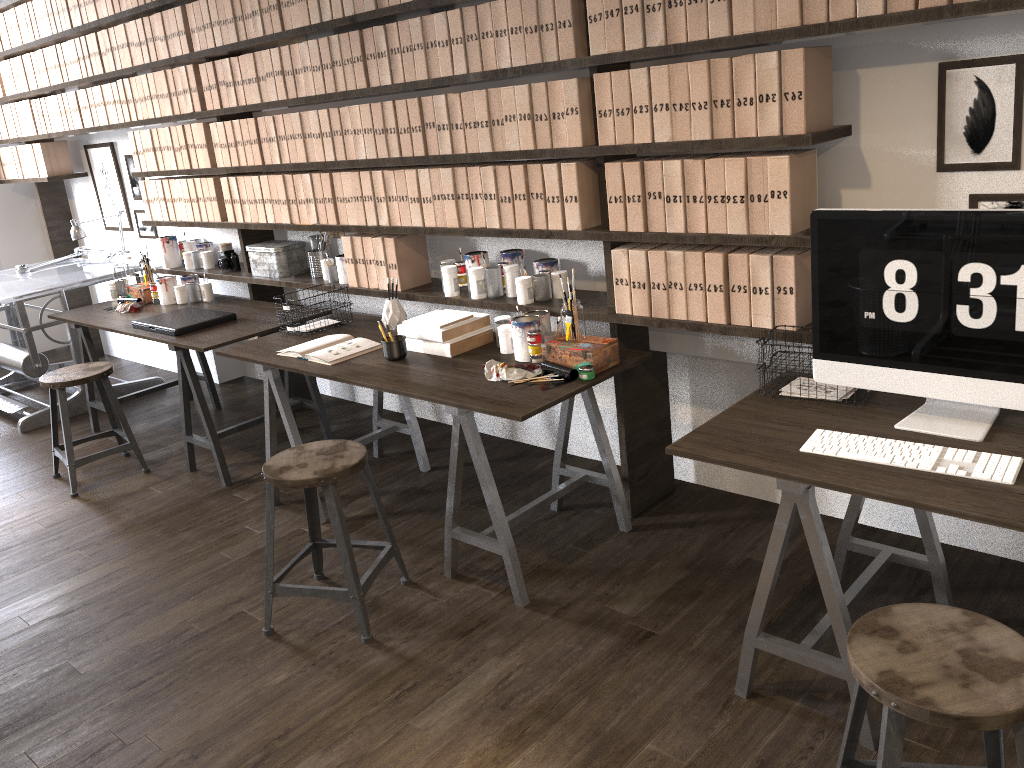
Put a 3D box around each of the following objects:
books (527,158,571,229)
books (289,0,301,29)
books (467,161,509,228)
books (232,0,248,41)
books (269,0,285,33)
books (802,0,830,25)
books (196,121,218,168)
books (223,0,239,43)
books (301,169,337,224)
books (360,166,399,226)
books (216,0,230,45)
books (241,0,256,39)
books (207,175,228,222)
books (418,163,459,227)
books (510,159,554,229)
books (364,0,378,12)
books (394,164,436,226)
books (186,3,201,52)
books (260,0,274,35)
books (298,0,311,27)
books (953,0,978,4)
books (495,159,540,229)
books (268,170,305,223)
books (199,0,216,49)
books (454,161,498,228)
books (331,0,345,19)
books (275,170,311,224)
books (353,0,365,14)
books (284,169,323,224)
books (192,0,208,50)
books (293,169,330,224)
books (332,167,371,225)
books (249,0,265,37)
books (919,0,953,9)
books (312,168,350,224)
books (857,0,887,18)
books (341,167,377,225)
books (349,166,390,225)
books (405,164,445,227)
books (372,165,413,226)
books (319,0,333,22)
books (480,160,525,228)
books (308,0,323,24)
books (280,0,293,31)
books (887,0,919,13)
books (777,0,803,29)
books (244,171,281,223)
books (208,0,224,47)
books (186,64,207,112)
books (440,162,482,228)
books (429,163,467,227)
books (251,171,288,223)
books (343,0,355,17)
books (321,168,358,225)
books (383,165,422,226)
[{"bbox_3d":[0.144,-0.668,3.106,0.067,0.222,0.176,8,21,42],"label":"books"},{"bbox_3d":[-0.843,-1.604,3.710,0.067,0.222,0.176,8,21,42],"label":"books"},{"bbox_3d":[-0.071,-0.707,3.301,0.067,0.223,0.176,8,21,42],"label":"books"},{"bbox_3d":[-1.157,-1.662,3.998,0.067,0.223,0.176,8,21,42],"label":"books"},{"bbox_3d":[-0.948,-1.622,3.802,0.067,0.223,0.176,8,21,42],"label":"books"},{"bbox_3d":[0.820,-1.051,2.296,0.067,0.223,0.176,8,21,42],"label":"books"},{"bbox_3d":[-1.478,-1.212,4.475,0.067,0.223,0.176,8,21,42],"label":"books"},{"bbox_3d":[-1.211,-1.669,4.039,0.067,0.223,0.176,8,21,42],"label":"books"},{"bbox_3d":[-0.843,-0.846,3.996,0.067,0.223,0.176,8,21,42],"label":"books"},{"bbox_3d":[-0.534,-0.789,3.713,0.067,0.223,0.176,8,21,42],"label":"books"},{"bbox_3d":[-1.257,-1.680,4.087,0.067,0.222,0.176,8,21,42],"label":"books"},{"bbox_3d":[-1.105,-1.652,3.950,0.067,0.223,0.176,8,21,42],"label":"books"},{"bbox_3d":[-1.452,-0.957,4.549,0.067,0.223,0.176,8,21,42],"label":"books"},{"bbox_3d":[-0.270,-0.742,3.478,0.067,0.222,0.176,8,21,42],"label":"books"},{"bbox_3d":[0.085,-0.676,3.152,0.067,0.223,0.176,8,21,42],"label":"books"},{"bbox_3d":[-0.489,-1.537,3.383,0.067,0.223,0.176,8,21,42],"label":"books"},{"bbox_3d":[-0.374,-0.762,3.575,0.067,0.223,0.176,8,21,42],"label":"books"},{"bbox_3d":[-1.458,-1.717,4.273,0.067,0.223,0.176,8,21,42],"label":"books"},{"bbox_3d":[-1.000,-1.633,3.856,0.067,0.223,0.176,8,21,42],"label":"books"},{"bbox_3d":[-0.800,-1.594,3.665,0.067,0.223,0.176,8,21,42],"label":"books"},{"bbox_3d":[1.087,-1.003,2.054,0.067,0.222,0.176,8,21,42],"label":"books"},{"bbox_3d":[0.034,-0.688,3.206,0.067,0.223,0.176,8,21,42],"label":"books"},{"bbox_3d":[-1.044,-0.884,4.183,0.067,0.222,0.176,8,21,42],"label":"books"},{"bbox_3d":[-1.359,-1.697,4.175,0.067,0.223,0.176,8,21,42],"label":"books"},{"bbox_3d":[-0.123,-0.716,3.348,0.067,0.223,0.176,8,21,42],"label":"books"},{"bbox_3d":[-0.637,-1.565,3.519,0.067,0.223,0.176,8,21,42],"label":"books"},{"bbox_3d":[-0.998,-0.874,4.135,0.067,0.223,0.176,8,21,42],"label":"books"},{"bbox_3d":[-0.535,-1.548,3.431,0.067,0.222,0.176,8,21,42],"label":"books"},{"bbox_3d":[-0.944,-0.866,4.094,0.067,0.223,0.176,8,21,42],"label":"books"},{"bbox_3d":[-1.408,-1.707,4.225,0.067,0.223,0.176,8,21,42],"label":"books"},{"bbox_3d":[-0.892,-0.857,4.047,0.067,0.223,0.176,8,21,42],"label":"books"},{"bbox_3d":[-0.677,-0.818,3.852,0.067,0.222,0.176,8,21,42],"label":"books"},{"bbox_3d":[-1.055,-1.642,3.900,0.067,0.223,0.176,8,21,42],"label":"books"},{"bbox_3d":[1.029,-1.011,2.100,0.067,0.223,0.176,8,21,42],"label":"books"},{"bbox_3d":[-0.787,-0.838,3.952,0.067,0.223,0.176,8,21,42],"label":"books"},{"bbox_3d":[0.922,-1.031,2.198,0.067,0.223,0.176,8,21,42],"label":"books"},{"bbox_3d":[-0.631,-0.808,3.807,0.067,0.222,0.176,8,21,42],"label":"books"},{"bbox_3d":[-0.587,-0.799,3.761,0.067,0.223,0.176,8,21,42],"label":"books"},{"bbox_3d":[-0.325,-0.751,3.525,0.067,0.223,0.176,8,21,42],"label":"books"},{"bbox_3d":[-0.478,-0.780,3.667,0.067,0.223,0.176,8,21,42],"label":"books"},{"bbox_3d":[-0.691,-1.575,3.570,0.067,0.223,0.176,8,21,42],"label":"books"},{"bbox_3d":[-0.022,-0.696,3.250,0.067,0.223,0.176,8,21,42],"label":"books"},{"bbox_3d":[-0.747,-1.584,3.617,0.067,0.223,0.176,8,21,42],"label":"books"},{"bbox_3d":[-0.890,-1.613,3.756,0.067,0.222,0.176,8,21,42],"label":"books"},{"bbox_3d":[0.978,-1.023,2.154,0.067,0.223,0.176,8,21,42],"label":"books"},{"bbox_3d":[0.767,-1.058,2.337,0.067,0.223,0.176,8,21,42],"label":"books"},{"bbox_3d":[-1.195,-0.912,4.321,0.067,0.223,0.176,8,21,42],"label":"books"},{"bbox_3d":[-1.304,-1.687,4.128,0.067,0.222,0.176,8,21,42],"label":"books"},{"bbox_3d":[-1.505,-1.477,4.410,0.067,0.223,0.176,8,21,42],"label":"books"},{"bbox_3d":[-0.177,-0.724,3.389,0.067,0.223,0.176,8,21,42],"label":"books"},{"bbox_3d":[-0.223,-0.734,3.437,0.067,0.222,0.176,8,21,42],"label":"books"},{"bbox_3d":[-1.146,-0.901,4.271,0.067,0.223,0.176,8,21,42],"label":"books"},{"bbox_3d":[-0.583,-1.556,3.472,0.067,0.222,0.176,8,21,42],"label":"books"},{"bbox_3d":[-0.735,-0.826,3.898,0.067,0.223,0.176,8,21,42],"label":"books"},{"bbox_3d":[-0.424,-0.772,3.623,0.067,0.223,0.176,8,21,42],"label":"books"}]
